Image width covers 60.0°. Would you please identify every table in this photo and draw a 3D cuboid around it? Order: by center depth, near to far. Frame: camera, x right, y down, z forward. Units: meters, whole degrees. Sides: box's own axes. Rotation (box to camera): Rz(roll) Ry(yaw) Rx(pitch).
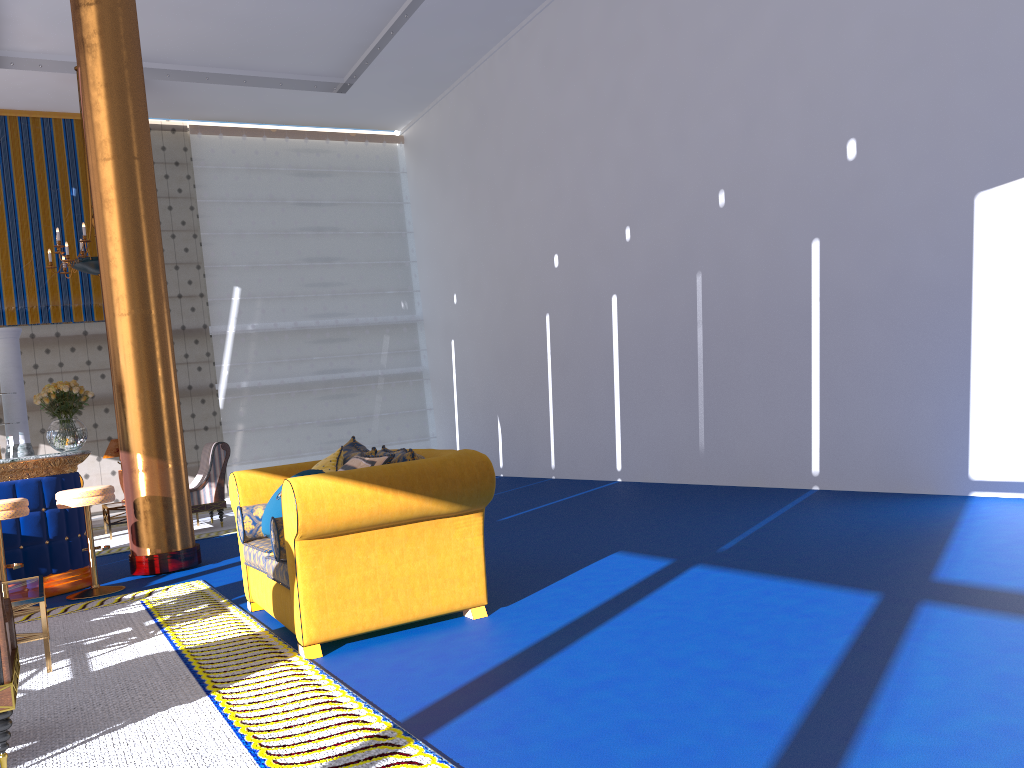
[{"bbox_3d":[-2.892,1.292,4.466,0.983,0.369,0.899,-6,-1,-29],"label":"table"},{"bbox_3d":[-4.406,1.596,10.796,0.983,0.369,0.899,-6,-1,-29],"label":"table"}]

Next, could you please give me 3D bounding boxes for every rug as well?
[{"bbox_3d":[-2.407,1.394,2.996,3.623,0.010,6.203,-6,-1,-29],"label":"rug"},{"bbox_3d":[-4.903,1.831,10.375,6.311,0.011,3.563,-6,-1,-29],"label":"rug"}]

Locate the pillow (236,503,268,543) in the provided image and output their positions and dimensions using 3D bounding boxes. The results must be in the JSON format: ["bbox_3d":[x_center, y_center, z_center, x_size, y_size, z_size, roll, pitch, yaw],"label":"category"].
[{"bbox_3d":[-1.403,0.794,5.196,0.380,0.219,0.213,-6,-1,-24],"label":"pillow"}]

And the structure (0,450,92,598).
[{"bbox_3d":[-4.222,1.139,6.381,2.334,1.065,0.762,-6,-1,-40],"label":"structure"}]

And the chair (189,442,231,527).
[{"bbox_3d":[-3.675,1.187,10.227,0.791,0.966,0.787,-6,-1,-28],"label":"chair"}]

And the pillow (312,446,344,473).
[{"bbox_3d":[-1.053,0.612,5.098,0.233,0.491,0.607,-6,-1,-23],"label":"pillow"}]

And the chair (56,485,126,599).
[{"bbox_3d":[-3.119,1.155,6.562,0.395,0.782,0.402,-7,-1,32],"label":"chair"}]

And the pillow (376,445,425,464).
[{"bbox_3d":[-0.647,0.635,4.703,0.342,0.610,0.609,-6,-1,-23],"label":"pillow"}]

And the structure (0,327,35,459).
[{"bbox_3d":[-4.941,0.670,7.235,2.334,2.196,0.762,-6,-1,-38],"label":"structure"}]

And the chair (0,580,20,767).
[{"bbox_3d":[-2.149,0.862,2.985,0.800,0.966,0.777,-6,-1,-28],"label":"chair"}]

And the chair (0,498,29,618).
[{"bbox_3d":[-3.482,1.185,6.046,0.396,0.782,0.401,-7,-1,21],"label":"chair"}]

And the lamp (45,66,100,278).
[{"bbox_3d":[-4.687,-2.336,9.916,1.049,2.421,1.070,-7,-1,38],"label":"lamp"}]

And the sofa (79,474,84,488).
[{"bbox_3d":[-6.116,1.553,10.588,1.863,0.854,1.003,-6,-1,-27],"label":"sofa"}]

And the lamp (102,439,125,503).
[{"bbox_3d":[-4.745,1.057,10.853,0.451,0.783,0.442,-6,-1,-44],"label":"lamp"}]

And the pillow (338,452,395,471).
[{"bbox_3d":[-0.825,0.594,4.597,0.330,0.456,0.517,-6,-1,-29],"label":"pillow"}]

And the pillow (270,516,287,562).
[{"bbox_3d":[-0.971,0.726,4.319,0.375,0.219,0.213,-6,-1,-24],"label":"pillow"}]

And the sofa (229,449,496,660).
[{"bbox_3d":[-0.889,0.840,4.915,1.020,0.854,1.832,-6,-1,-27],"label":"sofa"}]

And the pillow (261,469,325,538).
[{"bbox_3d":[-1.173,0.661,4.824,0.457,0.367,0.393,-7,-1,22],"label":"pillow"}]

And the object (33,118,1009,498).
[{"bbox_3d":[-2.309,-6.786,6.284,63.725,33.598,62.831,-6,-1,-22],"label":"object"}]

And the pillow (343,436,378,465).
[{"bbox_3d":[-0.933,0.646,5.215,0.356,0.672,0.597,-6,-1,-20],"label":"pillow"}]

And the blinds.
[{"bbox_3d":[-6.816,-2.284,12.227,2.684,2.990,0.150,-6,-1,-29],"label":"blinds"}]
